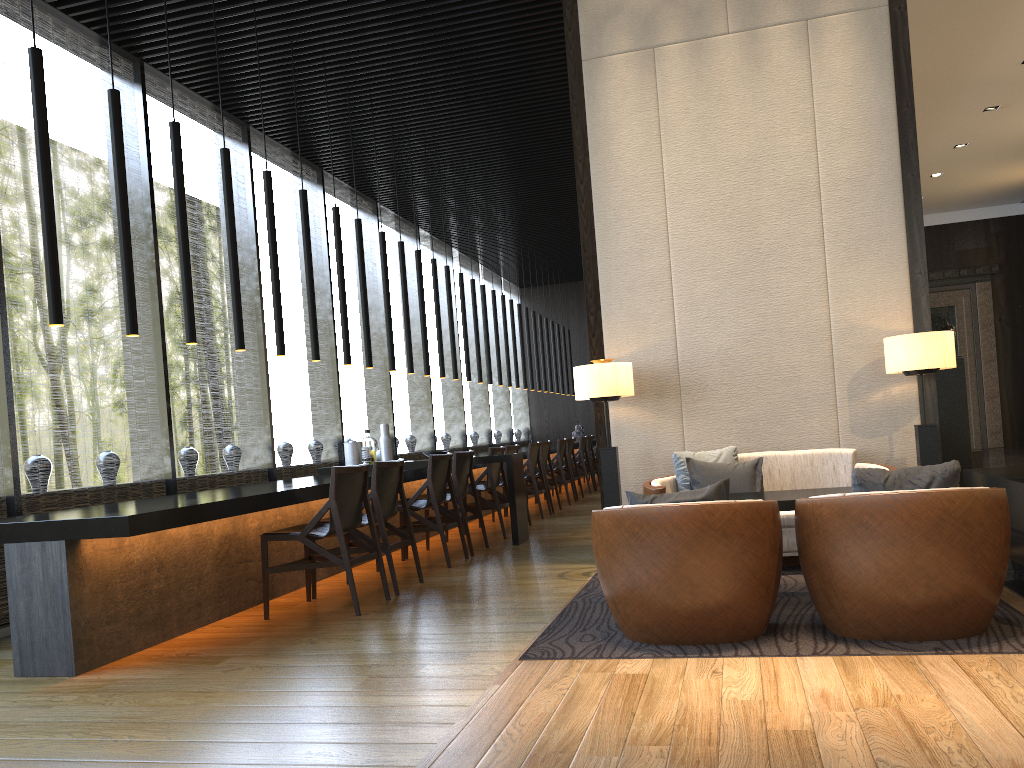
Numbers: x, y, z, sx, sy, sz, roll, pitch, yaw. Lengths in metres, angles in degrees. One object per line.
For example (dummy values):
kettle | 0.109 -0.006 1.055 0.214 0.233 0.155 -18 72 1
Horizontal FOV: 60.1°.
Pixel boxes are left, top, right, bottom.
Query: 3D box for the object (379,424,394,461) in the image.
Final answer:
object | -1.116 0.524 7.826 0.113 0.344 0.113 -4 0 9

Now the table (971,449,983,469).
table | 3.605 0.831 7.842 0.621 0.512 1.960 -5 -3 14

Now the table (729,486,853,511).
table | 1.303 0.813 4.396 1.043 0.517 0.575 -5 -2 14

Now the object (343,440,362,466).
object | -1.414 0.615 7.912 0.169 0.219 0.169 -5 -1 9

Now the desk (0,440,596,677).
desk | -1.989 0.869 3.015 1.782 0.759 28.733 -5 -3 14

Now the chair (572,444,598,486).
chair | 1.273 1.244 14.402 0.564 0.827 0.525 -5 -1 14

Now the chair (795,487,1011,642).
chair | 1.562 0.703 3.523 0.804 0.604 0.606 -5 -2 14

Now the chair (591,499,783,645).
chair | 0.735 0.779 3.733 0.804 0.604 0.606 -5 -2 14

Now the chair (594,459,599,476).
chair | 1.810 1.325 16.524 0.564 0.827 0.525 -5 -1 14

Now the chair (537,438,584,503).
chair | 0.622 1.146 11.830 0.564 0.827 0.525 -5 -1 14

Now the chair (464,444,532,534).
chair | -0.158 1.028 8.751 0.564 0.827 0.525 -5 -1 14

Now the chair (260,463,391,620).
chair | -1.078 0.889 5.115 0.564 0.827 0.525 -5 -1 14

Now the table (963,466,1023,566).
table | 2.656 0.687 4.094 0.621 0.512 1.960 -5 -3 14

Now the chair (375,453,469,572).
chair | -0.688 0.948 6.654 0.564 0.827 0.525 -5 -1 14

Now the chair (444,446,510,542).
chair | -0.299 1.007 8.194 0.564 0.827 0.525 -5 -1 14

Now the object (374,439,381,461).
object | -1.177 0.601 7.971 0.135 0.217 0.136 -4 -1 1

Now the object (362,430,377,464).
object | -1.268 0.556 7.820 0.129 0.305 0.129 -4 0 0

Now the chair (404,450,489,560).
chair | -0.547 0.969 7.212 0.564 0.827 0.525 -5 -1 14

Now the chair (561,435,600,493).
chair | 1.018 1.205 13.394 0.564 0.827 0.525 -5 -1 14

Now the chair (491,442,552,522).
chair | 0.091 1.066 9.733 0.564 0.827 0.525 -5 -1 14

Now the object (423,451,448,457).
object | -0.662 0.626 7.732 0.227 0.067 0.227 -5 -3 17

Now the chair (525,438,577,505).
chair | 0.481 1.124 11.272 0.564 0.827 0.525 -5 -1 14

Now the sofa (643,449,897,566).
sofa | 1.534 0.762 5.300 1.450 0.693 0.602 -5 -2 14

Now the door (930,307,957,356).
door | 7.666 -0.053 16.588 1.288 2.696 0.052 -5 0 14

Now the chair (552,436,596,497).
chair | 0.877 1.184 12.837 0.564 0.827 0.525 -5 -1 14

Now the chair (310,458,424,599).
chair | -0.937 0.910 5.672 0.564 0.827 0.525 -5 -1 14

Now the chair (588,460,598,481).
chair | 1.669 1.304 15.966 0.564 0.827 0.525 -5 -1 14

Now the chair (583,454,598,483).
chair | 1.414 1.265 14.959 0.564 0.827 0.525 -5 -1 14

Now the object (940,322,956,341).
object | 2.909 -0.296 5.984 0.176 0.246 0.115 -5 -1 14

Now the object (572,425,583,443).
object | 1.168 0.885 15.761 0.207 0.310 0.162 -4 -1 -6

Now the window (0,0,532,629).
window | 1.885 -1.262 1.461 12.067 4.225 31.884 -5 -3 14

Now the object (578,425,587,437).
object | 1.234 0.893 16.002 0.209 0.313 0.163 -5 -1 39

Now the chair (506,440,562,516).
chair | 0.232 1.087 10.290 0.564 0.827 0.525 -5 -1 14

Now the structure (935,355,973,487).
structure | 2.947 0.430 5.993 0.240 1.218 0.240 -4 0 14
